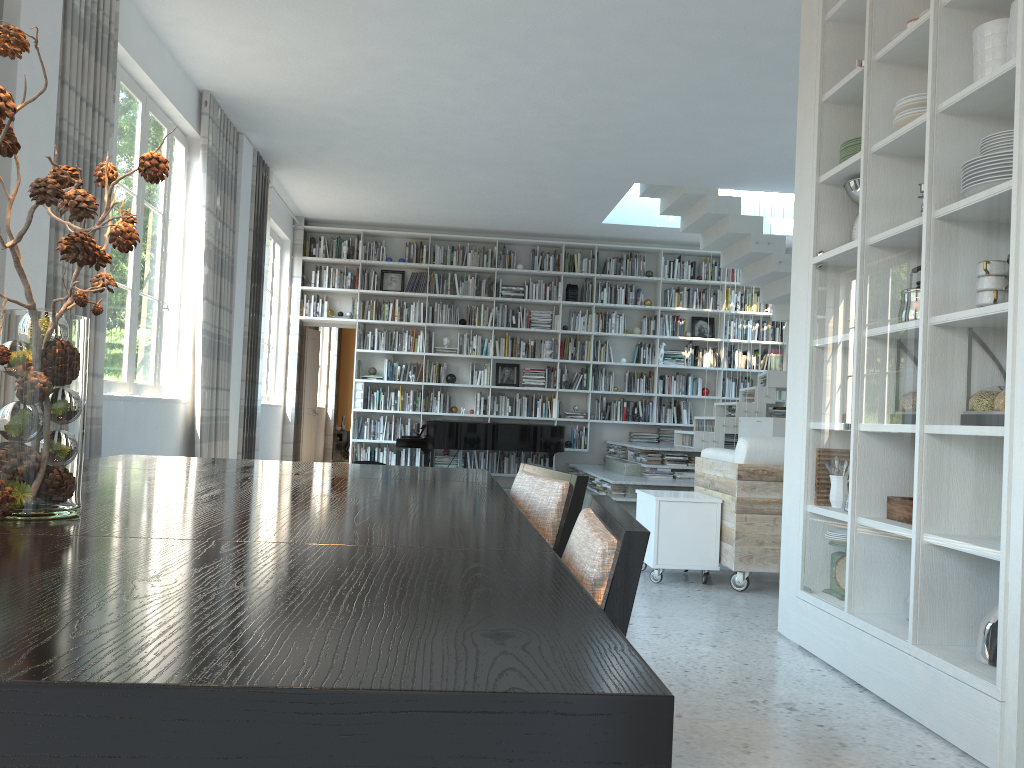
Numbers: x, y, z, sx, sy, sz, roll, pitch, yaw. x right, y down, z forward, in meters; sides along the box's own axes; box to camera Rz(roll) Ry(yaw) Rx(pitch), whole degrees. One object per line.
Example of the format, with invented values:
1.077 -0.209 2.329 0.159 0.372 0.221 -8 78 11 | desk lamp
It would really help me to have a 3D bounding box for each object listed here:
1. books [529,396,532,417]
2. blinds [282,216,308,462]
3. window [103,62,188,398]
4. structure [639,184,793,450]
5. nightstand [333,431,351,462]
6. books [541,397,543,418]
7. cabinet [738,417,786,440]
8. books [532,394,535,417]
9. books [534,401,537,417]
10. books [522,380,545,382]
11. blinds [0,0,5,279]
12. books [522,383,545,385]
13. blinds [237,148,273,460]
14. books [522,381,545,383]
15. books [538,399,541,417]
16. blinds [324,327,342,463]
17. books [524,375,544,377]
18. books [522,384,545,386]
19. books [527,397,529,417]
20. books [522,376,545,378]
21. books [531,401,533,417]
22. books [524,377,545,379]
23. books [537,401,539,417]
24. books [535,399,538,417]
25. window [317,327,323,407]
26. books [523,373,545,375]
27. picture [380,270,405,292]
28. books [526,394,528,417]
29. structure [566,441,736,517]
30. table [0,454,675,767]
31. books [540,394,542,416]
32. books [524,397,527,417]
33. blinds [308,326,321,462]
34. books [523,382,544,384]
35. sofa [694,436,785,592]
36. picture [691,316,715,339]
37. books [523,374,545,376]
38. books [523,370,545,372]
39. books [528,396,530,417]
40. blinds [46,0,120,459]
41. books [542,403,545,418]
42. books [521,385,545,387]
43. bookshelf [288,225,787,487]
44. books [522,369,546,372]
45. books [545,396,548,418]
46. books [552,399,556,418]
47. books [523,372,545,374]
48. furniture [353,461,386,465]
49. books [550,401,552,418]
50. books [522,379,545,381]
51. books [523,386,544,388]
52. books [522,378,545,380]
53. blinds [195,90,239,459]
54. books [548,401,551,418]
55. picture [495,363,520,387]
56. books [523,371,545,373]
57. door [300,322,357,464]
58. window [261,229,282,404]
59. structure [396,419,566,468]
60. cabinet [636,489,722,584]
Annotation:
0.228 0.287 11.252 0.028 0.264 0.161 3 -2 -4 | books
-2.705 -0.428 11.176 0.140 3.230 0.776 3 -1 -4 | blinds
-18.502 -8.693 14.061 32.803 18.534 18.537 3 -2 -1 | window
2.381 -0.650 9.646 2.613 3.381 1.955 3 -2 -4 | structure
-3.113 1.057 15.223 0.650 0.518 0.431 3 -2 -2 | nightstand
0.379 0.299 11.284 0.014 0.256 0.145 3 -2 -4 | books
2.720 0.686 9.092 0.551 0.667 0.993 3 -2 -4 | cabinet
0.269 0.273 11.260 0.012 0.296 0.178 3 -2 -4 | books
0.285 0.318 11.258 0.024 0.207 0.183 3 -2 -4 | books
0.272 -0.035 11.279 0.285 0.012 0.159 3 -2 -3 | books
-2.038 -0.615 3.080 0.359 3.052 0.846 3 -1 0 | blinds
0.271 0.001 11.268 0.285 0.012 0.159 3 -2 1 | books
-2.483 -0.522 8.393 0.140 3.230 0.776 3 -1 -4 | blinds
0.271 -0.023 11.281 0.285 0.012 0.159 3 -2 -4 | books
0.347 0.308 11.262 0.023 0.234 0.175 3 -2 -4 | books
-3.021 -0.294 15.133 0.140 3.230 0.776 3 -1 -4 | blinds
0.275 -0.095 11.276 0.254 0.012 0.161 3 -2 -1 | books
0.270 0.013 11.278 0.285 0.012 0.159 3 -2 -5 | books
0.197 0.292 11.267 0.011 0.251 0.158 3 -2 -4 | books
0.275 -0.083 11.270 0.285 0.012 0.159 3 -2 1 | books
0.250 0.319 11.268 0.021 0.202 0.128 3 -2 -4 | books
0.275 -0.071 11.271 0.254 0.012 0.161 3 -2 -9 | books
0.323 0.321 11.260 0.023 0.204 0.167 3 -2 -4 | books
0.304 0.306 11.271 0.014 0.235 0.154 3 -2 -4 | books
-3.061 -0.645 13.687 0.073 2.008 1.983 3 -2 -4 | window
0.276 -0.119 11.274 0.254 0.012 0.161 3 -2 -8 | books
-1.512 -1.290 11.211 0.300 0.299 0.077 3 -1 -4 | picture
0.185 0.275 11.273 0.014 0.286 0.134 3 -2 -4 | books
2.137 1.047 9.974 2.899 0.659 3.113 3 -2 -4 | structure
-0.547 0.566 1.578 1.086 0.736 2.200 3 -2 -4 | table
0.366 0.279 11.276 0.014 0.293 0.137 3 -2 -4 | books
0.166 0.293 11.247 0.026 0.245 0.191 3 -2 -4 | books
-2.799 -0.388 12.350 0.140 3.230 0.776 3 -1 -4 | blinds
0.271 -0.012 11.269 0.254 0.012 0.161 3 -2 -9 | books
2.254 0.765 5.254 2.195 0.854 0.871 3 -2 -4 | sofa
2.483 -0.722 11.518 0.300 0.299 0.077 3 -1 -4 | picture
0.276 -0.107 11.276 0.254 0.012 0.161 3 -2 -7 | books
0.278 -0.156 11.279 0.285 0.012 0.159 3 -2 -2 | books
0.209 0.288 11.257 0.010 0.261 0.181 3 -2 -4 | books
-2.147 -0.676 4.394 0.132 3.260 0.722 3 -1 -5 | blinds
0.397 0.336 11.260 0.023 0.183 0.169 3 -2 -4 | books
0.270 0.024 11.268 0.285 0.012 0.159 3 -2 -9 | books
0.363 -0.220 11.224 6.297 3.141 0.330 3 -1 -5 | bookshelf
0.279 -0.168 11.273 0.285 0.012 0.159 3 -2 -9 | books
0.433 0.293 11.276 0.026 0.272 0.175 3 -2 -4 | books
0.527 0.310 11.268 0.033 0.246 0.176 3 -2 -4 | books
0.277 -0.131 11.277 0.254 0.012 0.161 3 -2 -7 | books
-1.530 0.999 9.478 0.240 0.353 0.467 4 -2 -29 | furniture
0.493 0.324 11.270 0.011 0.216 0.166 3 -2 -4 | books
0.273 -0.047 11.277 0.285 0.012 0.159 3 -2 -2 | books
0.269 0.037 11.274 0.254 0.012 0.161 3 -2 -2 | books
0.274 -0.059 11.270 0.285 0.012 0.159 3 -2 1 | books
-2.372 -0.586 7.066 0.183 3.260 1.026 3 -1 -5 | blinds
0.467 0.324 11.267 0.042 0.212 0.169 3 -2 -4 | books
-0.057 -0.112 11.302 0.300 0.299 0.077 3 -1 -4 | picture
0.278 -0.144 11.275 0.254 0.012 0.161 3 -2 -8 | books
-2.429 0.230 11.609 0.834 1.980 0.786 3 -2 -4 | door
-2.745 -0.779 9.733 0.073 2.008 1.983 3 -2 -4 | window
-0.328 0.845 10.087 1.918 0.832 1.335 3 -2 -4 | structure
0.952 0.886 5.168 0.380 0.487 0.502 3 -2 -4 | cabinet
